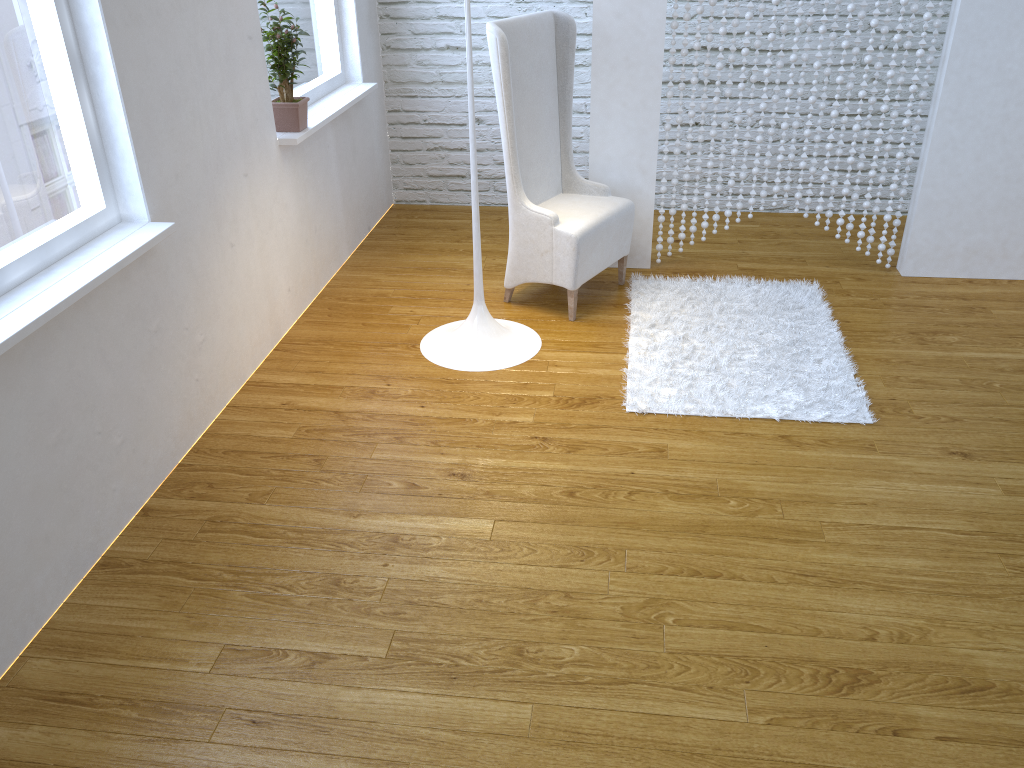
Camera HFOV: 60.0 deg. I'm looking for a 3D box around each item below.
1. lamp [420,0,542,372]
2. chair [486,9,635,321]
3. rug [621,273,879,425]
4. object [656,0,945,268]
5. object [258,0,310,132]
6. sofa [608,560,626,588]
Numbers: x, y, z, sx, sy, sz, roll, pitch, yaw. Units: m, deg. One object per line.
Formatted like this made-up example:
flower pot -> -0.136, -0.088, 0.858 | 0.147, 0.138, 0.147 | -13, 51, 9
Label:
lamp -> -0.119, -0.775, 2.634 | 0.412, 1.470, 0.408 | 13, 32, 23
chair -> 0.183, -0.767, 3.122 | 0.377, 0.974, 0.467 | 17, 34, 28
rug -> 0.744, -0.167, 2.968 | 0.756, 0.048, 1.080 | 3, 29, 7
object -> 1.019, -1.361, 3.038 | 0.923, 2.043, 0.050 | 3, 30, 7
object -> -0.763, -1.072, 2.948 | 0.175, 0.442, 0.235 | 16, 34, 28
sofa -> 3.872, 0.298, 1.355 | 9.721, 0.688, 5.265 | 3, 29, 7
